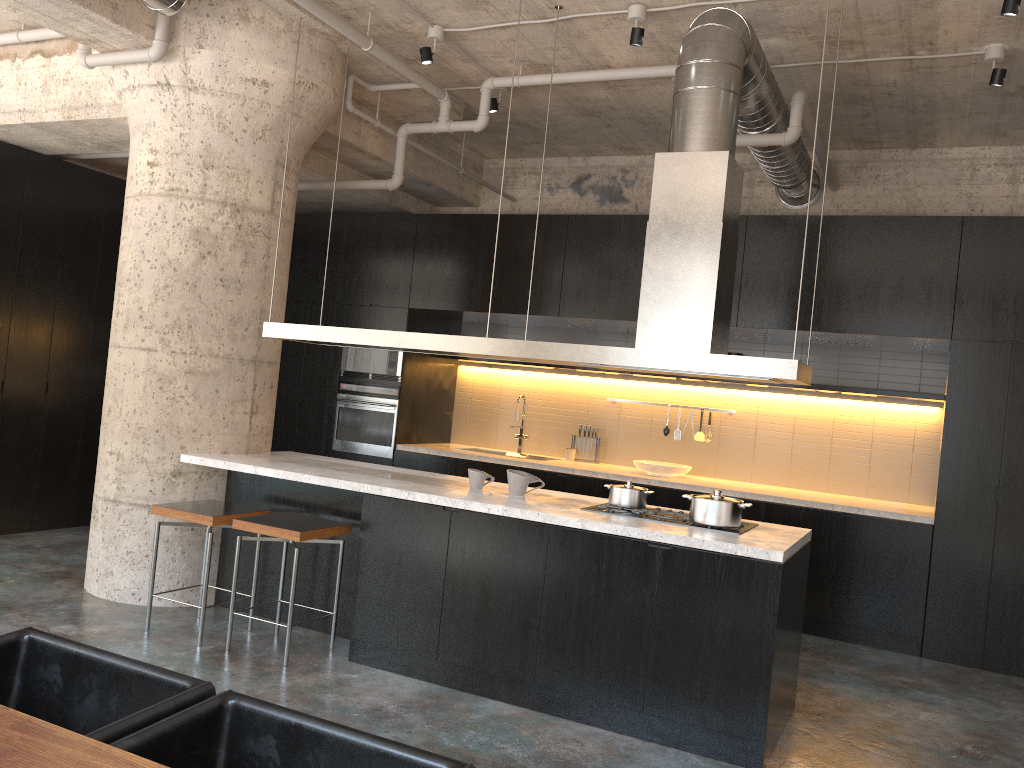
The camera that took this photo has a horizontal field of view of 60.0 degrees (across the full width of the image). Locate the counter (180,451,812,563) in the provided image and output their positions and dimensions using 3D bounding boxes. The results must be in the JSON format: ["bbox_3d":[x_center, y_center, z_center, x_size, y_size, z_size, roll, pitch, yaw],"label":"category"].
[{"bbox_3d":[-0.197,0.618,5.005,3.500,0.046,1.000,5,-1,25],"label":"counter"}]

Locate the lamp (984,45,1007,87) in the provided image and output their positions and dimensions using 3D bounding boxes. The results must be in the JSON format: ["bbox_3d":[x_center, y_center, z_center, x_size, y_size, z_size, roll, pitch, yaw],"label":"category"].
[{"bbox_3d":[2.802,-1.835,5.148,0.107,0.236,0.145,6,-1,9],"label":"lamp"}]

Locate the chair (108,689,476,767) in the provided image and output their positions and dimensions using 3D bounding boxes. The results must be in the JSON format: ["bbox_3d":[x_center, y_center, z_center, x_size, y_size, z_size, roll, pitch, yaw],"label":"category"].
[{"bbox_3d":[-0.516,1.117,1.777,0.707,0.738,0.754,5,-1,25],"label":"chair"}]

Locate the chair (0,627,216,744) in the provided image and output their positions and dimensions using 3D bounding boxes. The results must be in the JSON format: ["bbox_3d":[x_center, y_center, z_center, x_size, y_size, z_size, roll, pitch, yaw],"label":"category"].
[{"bbox_3d":[-1.172,1.054,2.101,0.707,0.738,0.754,5,-1,25],"label":"chair"}]

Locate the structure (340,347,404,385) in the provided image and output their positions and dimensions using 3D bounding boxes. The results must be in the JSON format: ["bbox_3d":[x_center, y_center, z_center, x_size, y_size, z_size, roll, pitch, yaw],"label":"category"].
[{"bbox_3d":[-1.145,-0.231,8.335,0.659,0.450,0.612,5,-1,25],"label":"structure"}]

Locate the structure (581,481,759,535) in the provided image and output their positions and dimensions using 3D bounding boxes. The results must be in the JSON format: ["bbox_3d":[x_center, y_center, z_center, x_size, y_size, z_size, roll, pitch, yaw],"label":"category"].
[{"bbox_3d":[0.840,0.602,4.610,0.833,0.187,0.506,5,-1,25],"label":"structure"}]

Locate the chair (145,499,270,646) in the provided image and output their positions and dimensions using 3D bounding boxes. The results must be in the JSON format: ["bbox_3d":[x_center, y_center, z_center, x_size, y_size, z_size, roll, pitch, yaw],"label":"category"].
[{"bbox_3d":[-1.729,1.045,5.009,0.450,0.698,0.450,5,-1,25],"label":"chair"}]

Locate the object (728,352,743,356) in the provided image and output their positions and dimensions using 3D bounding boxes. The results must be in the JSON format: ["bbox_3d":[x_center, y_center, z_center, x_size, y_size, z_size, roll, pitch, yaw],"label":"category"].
[{"bbox_3d":[1.724,-0.181,7.516,0.462,0.240,0.334,5,-1,23],"label":"object"}]

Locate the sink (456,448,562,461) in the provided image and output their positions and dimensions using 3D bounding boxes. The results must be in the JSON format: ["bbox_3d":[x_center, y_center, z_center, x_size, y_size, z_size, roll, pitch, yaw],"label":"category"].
[{"bbox_3d":[-0.045,0.702,8.062,0.890,0.134,0.458,5,-1,25],"label":"sink"}]

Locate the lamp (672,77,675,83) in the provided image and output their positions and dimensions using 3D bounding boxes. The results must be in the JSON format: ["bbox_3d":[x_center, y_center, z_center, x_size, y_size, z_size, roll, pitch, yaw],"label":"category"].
[{"bbox_3d":[1.122,-1.992,5.951,0.107,0.236,0.145,6,-1,9],"label":"lamp"}]

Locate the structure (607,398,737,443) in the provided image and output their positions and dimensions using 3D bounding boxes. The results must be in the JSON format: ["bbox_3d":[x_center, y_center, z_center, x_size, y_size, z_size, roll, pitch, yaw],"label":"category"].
[{"bbox_3d":[1.381,0.333,7.850,1.171,0.315,0.074,5,-1,25],"label":"structure"}]

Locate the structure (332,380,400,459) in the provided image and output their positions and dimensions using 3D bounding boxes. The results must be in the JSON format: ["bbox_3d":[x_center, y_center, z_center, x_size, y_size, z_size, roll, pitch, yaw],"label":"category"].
[{"bbox_3d":[-1.220,0.329,8.288,0.664,0.651,0.649,5,-1,25],"label":"structure"}]

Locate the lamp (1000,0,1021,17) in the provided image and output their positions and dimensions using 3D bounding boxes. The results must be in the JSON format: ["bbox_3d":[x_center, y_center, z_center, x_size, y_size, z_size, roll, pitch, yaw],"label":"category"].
[{"bbox_3d":[2.394,-1.884,4.285,0.107,0.236,0.145,6,-1,9],"label":"lamp"}]

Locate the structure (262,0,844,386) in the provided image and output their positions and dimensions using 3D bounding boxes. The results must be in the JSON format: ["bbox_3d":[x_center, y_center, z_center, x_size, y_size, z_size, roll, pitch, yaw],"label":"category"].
[{"bbox_3d":[0.109,-1.176,4.947,3.117,2.100,0.538,5,-1,25],"label":"structure"}]

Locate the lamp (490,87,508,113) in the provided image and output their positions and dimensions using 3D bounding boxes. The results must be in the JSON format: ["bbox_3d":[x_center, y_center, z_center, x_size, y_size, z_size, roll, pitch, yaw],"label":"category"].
[{"bbox_3d":[-0.107,-2.108,6.528,0.145,0.236,0.107,6,-1,9],"label":"lamp"}]

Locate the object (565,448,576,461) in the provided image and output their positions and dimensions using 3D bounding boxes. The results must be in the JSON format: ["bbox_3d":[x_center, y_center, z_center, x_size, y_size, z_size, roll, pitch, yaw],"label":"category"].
[{"bbox_3d":[0.528,0.637,8.024,0.092,0.117,0.092,6,-1,-26],"label":"object"}]

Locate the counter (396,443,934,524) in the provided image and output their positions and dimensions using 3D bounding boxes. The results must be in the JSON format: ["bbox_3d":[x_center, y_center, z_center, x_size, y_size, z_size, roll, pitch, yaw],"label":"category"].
[{"bbox_3d":[1.131,0.823,7.442,4.360,0.142,1.000,5,-1,25],"label":"counter"}]

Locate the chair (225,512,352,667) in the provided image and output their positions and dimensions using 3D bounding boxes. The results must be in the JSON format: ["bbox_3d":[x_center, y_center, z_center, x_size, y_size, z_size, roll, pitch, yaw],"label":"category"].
[{"bbox_3d":[-1.220,1.094,4.820,0.450,0.698,0.450,5,-1,25],"label":"chair"}]

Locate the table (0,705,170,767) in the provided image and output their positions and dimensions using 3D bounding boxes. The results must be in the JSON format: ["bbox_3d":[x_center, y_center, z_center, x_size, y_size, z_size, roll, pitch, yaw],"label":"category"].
[{"bbox_3d":[-1.379,1.016,1.274,2.410,0.756,1.299,5,-1,25],"label":"table"}]

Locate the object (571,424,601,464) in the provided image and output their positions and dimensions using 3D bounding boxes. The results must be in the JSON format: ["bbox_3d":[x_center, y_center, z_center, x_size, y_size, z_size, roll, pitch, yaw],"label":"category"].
[{"bbox_3d":[0.672,0.542,8.074,0.291,0.336,0.060,6,-1,19],"label":"object"}]

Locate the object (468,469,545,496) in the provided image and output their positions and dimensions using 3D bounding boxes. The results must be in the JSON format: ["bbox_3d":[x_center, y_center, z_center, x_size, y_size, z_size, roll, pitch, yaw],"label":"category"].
[{"bbox_3d":[-0.043,0.544,4.993,0.437,0.133,0.188,5,-1,26],"label":"object"}]

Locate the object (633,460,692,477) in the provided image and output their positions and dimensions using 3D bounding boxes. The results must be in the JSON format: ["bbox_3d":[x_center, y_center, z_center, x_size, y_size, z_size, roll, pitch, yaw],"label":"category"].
[{"bbox_3d":[1.262,0.718,7.462,0.490,0.093,0.490,5,-1,23],"label":"object"}]

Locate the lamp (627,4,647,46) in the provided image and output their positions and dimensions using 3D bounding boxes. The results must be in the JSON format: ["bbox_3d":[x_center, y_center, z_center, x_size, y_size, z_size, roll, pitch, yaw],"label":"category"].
[{"bbox_3d":[0.709,-2.042,5.079,0.107,0.236,0.145,6,-1,9],"label":"lamp"}]

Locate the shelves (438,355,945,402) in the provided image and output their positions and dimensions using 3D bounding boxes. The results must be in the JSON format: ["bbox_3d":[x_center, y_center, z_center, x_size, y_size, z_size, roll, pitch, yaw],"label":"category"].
[{"bbox_3d":[1.345,-0.075,7.709,4.362,0.043,0.403,5,-1,25],"label":"shelves"}]

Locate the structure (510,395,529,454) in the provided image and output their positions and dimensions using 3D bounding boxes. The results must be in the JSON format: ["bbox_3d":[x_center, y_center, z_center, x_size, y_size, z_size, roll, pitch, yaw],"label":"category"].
[{"bbox_3d":[0.061,0.370,8.201,0.125,0.559,0.269,5,-1,25],"label":"structure"}]

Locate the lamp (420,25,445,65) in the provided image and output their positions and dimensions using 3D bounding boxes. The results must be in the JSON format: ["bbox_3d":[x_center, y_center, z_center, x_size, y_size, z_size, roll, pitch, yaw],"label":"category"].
[{"bbox_3d":[-0.513,-2.157,5.672,0.145,0.236,0.107,6,-1,9],"label":"lamp"}]
